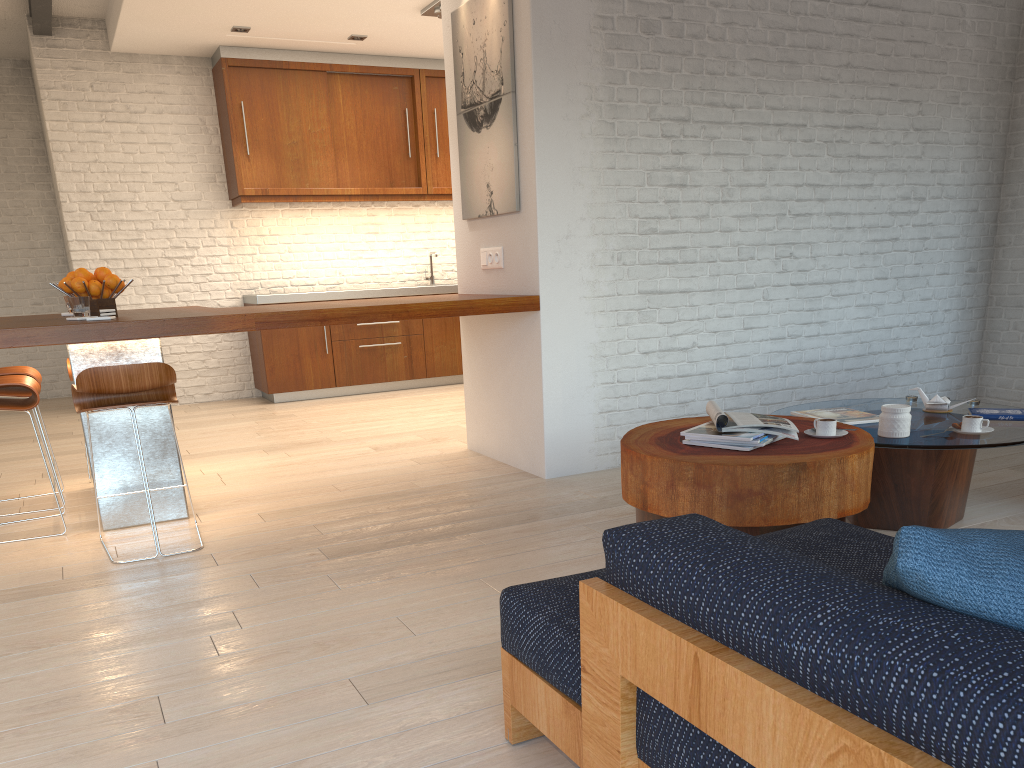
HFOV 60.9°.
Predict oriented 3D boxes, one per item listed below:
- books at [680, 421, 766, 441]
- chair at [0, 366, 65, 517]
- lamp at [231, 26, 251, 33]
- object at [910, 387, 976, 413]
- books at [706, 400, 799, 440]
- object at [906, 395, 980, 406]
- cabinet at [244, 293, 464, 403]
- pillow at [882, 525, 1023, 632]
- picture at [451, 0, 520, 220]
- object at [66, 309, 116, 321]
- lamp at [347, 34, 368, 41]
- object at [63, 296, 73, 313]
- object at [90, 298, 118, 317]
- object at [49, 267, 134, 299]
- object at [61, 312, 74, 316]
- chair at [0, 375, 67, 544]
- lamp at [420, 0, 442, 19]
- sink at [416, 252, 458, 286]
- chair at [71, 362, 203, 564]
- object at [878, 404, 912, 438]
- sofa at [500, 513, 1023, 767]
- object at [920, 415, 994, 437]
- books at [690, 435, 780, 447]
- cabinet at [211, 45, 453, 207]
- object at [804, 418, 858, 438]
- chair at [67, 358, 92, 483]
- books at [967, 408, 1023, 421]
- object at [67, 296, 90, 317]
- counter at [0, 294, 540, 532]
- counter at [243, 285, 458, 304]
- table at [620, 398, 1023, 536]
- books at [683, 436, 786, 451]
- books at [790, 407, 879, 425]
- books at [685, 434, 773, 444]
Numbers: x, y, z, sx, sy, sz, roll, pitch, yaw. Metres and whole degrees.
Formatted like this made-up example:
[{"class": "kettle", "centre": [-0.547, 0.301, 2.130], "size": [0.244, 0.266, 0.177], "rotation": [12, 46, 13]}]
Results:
[{"class": "books", "centre": [0.774, 0.156, 3.031], "size": [0.250, 0.011, 0.309], "rotation": [3, 10, 38]}, {"class": "chair", "centre": [-2.530, 0.238, 4.339], "size": [0.417, 0.808, 0.391], "rotation": [-10, 17, -25]}, {"class": "lamp", "centre": [-2.002, -2.634, 6.424], "size": [0.122, 0.057, 0.120], "rotation": [-7, 11, -26]}, {"class": "object", "centre": [1.769, 0.065, 3.601], "size": [0.194, 0.095, 0.179], "rotation": [-3, 10, -1]}, {"class": "books", "centre": [0.838, 0.133, 3.071], "size": [0.273, 0.114, 0.309], "rotation": [-2, 9, 6]}, {"class": "object", "centre": [1.871, 0.068, 3.789], "size": [0.298, 0.028, 0.066], "rotation": [4, 11, 40]}, {"class": "cabinet", "centre": [0.045, -1.347, 7.240], "size": [4.754, 2.955, 2.184], "rotation": [3, 15, 27]}, {"class": "pillow", "centre": [0.774, 0.325, 1.148], "size": [0.562, 0.342, 0.363], "rotation": [2, 13, 23]}, {"class": "picture", "centre": [-0.139, -1.380, 4.379], "size": [0.020, 1.059, 0.633], "rotation": [-11, 17, -26]}, {"class": "object", "centre": [-1.828, -0.298, 3.783], "size": [0.196, 0.036, 0.383], "rotation": [-6, 8, -23]}, {"class": "lamp", "centre": [-1.207, -2.721, 6.797], "size": [0.122, 0.057, 0.120], "rotation": [-7, 11, -26]}, {"class": "object", "centre": [-2.180, -0.396, 4.342], "size": [0.090, 0.088, 0.088], "rotation": [-9, 14, -28]}, {"class": "object", "centre": [-1.850, -0.339, 3.904], "size": [0.094, 0.085, 0.110], "rotation": [2, 12, 18]}, {"class": "object", "centre": [-1.972, -0.435, 4.121], "size": [0.363, 0.231, 0.351], "rotation": [3, 12, 29]}, {"class": "object", "centre": [-2.180, -0.371, 4.434], "size": [0.203, 0.036, 0.279], "rotation": [-7, 9, -26]}, {"class": "chair", "centre": [-2.287, 0.290, 3.878], "size": [0.417, 0.808, 0.391], "rotation": [-10, 17, -25]}, {"class": "lamp", "centre": [-0.346, -2.567, 6.124], "size": [0.445, 0.178, 0.437], "rotation": [-7, 10, -26]}, {"class": "sink", "centre": [-0.457, -1.057, 8.364], "size": [0.849, 0.448, 0.501], "rotation": [-7, 13, -25]}, {"class": "chair", "centre": [-1.534, 0.295, 3.583], "size": [0.400, 0.808, 0.408], "rotation": [-10, 17, -25]}, {"class": "object", "centre": [1.389, 0.133, 3.163], "size": [0.108, 0.113, 0.104], "rotation": [-5, 13, -10]}, {"class": "sofa", "centre": [1.897, 0.356, 2.381], "size": [3.908, 0.689, 2.019], "rotation": [-6, 9, -25]}, {"class": "object", "centre": [1.616, 0.154, 3.135], "size": [0.266, 0.060, 0.151], "rotation": [-8, 10, -33]}, {"class": "books", "centre": [0.801, 0.175, 3.043], "size": [0.250, 0.011, 0.308], "rotation": [2, 9, 33]}, {"class": "cabinet", "centre": [-0.884, -2.265, 7.906], "size": [3.306, 1.218, 0.445], "rotation": [-7, 16, -25]}, {"class": "object", "centre": [1.109, 0.151, 3.054], "size": [0.172, 0.058, 0.143], "rotation": [-9, 11, -36]}, {"class": "chair", "centre": [-2.302, 0.133, 5.041], "size": [0.400, 0.808, 0.408], "rotation": [-10, 17, -25]}, {"class": "books", "centre": [1.918, 0.120, 3.409], "size": [0.231, 0.024, 0.156], "rotation": [0, 8, 21]}, {"class": "object", "centre": [-1.862, -0.332, 3.762], "size": [0.091, 0.088, 0.087], "rotation": [-5, 13, -11]}, {"class": "counter", "centre": [-1.338, 0.072, 4.579], "size": [2.470, 0.960, 1.636], "rotation": [-7, 11, -25]}, {"class": "counter", "centre": [-0.133, -0.756, 7.013], "size": [3.297, 0.073, 3.421], "rotation": [-6, 9, -26]}, {"class": "table", "centre": [1.237, 0.361, 3.413], "size": [1.817, 0.466, 1.041], "rotation": [-6, 10, -20]}, {"class": "books", "centre": [0.789, 0.188, 3.037], "size": [0.249, 0.011, 0.310], "rotation": [5, 11, 43]}, {"class": "books", "centre": [1.337, 0.131, 3.565], "size": [0.251, 0.011, 0.307], "rotation": [-4, 8, -13]}, {"class": "books", "centre": [0.782, 0.166, 3.037], "size": [0.250, 0.011, 0.308], "rotation": [2, 9, 33]}]
